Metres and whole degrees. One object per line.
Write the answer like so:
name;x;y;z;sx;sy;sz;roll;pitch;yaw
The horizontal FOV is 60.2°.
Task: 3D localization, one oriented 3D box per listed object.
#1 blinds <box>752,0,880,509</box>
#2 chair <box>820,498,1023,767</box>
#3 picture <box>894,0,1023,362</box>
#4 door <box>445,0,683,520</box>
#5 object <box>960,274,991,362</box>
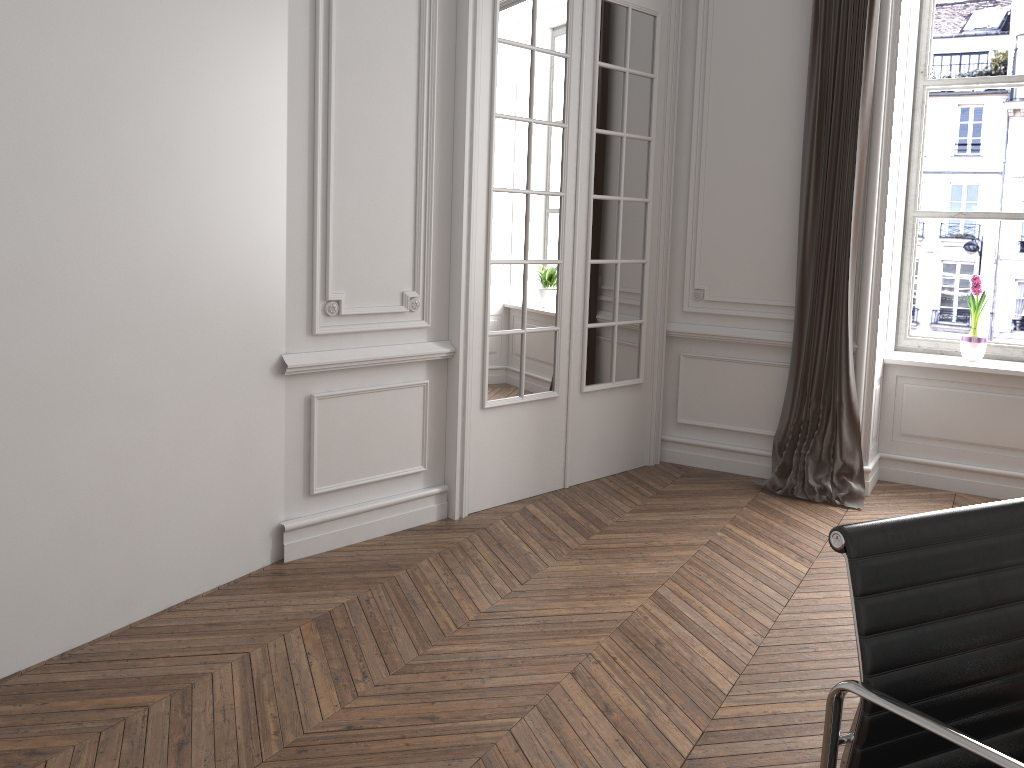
blinds;1.599;-0.964;4.458;0.583;3.079;0.311;6;7;35
chair;0.782;0.698;1.165;0.694;0.916;0.673;-3;9;-34
picture;1.149;-1.063;1.386;13.232;4.766;13.338;6;10;22
door;0.312;-0.804;4.468;1.569;2.715;0.086;-5;9;-45
object;2.513;-0.358;4.792;0.129;0.472;0.130;1;6;-10
